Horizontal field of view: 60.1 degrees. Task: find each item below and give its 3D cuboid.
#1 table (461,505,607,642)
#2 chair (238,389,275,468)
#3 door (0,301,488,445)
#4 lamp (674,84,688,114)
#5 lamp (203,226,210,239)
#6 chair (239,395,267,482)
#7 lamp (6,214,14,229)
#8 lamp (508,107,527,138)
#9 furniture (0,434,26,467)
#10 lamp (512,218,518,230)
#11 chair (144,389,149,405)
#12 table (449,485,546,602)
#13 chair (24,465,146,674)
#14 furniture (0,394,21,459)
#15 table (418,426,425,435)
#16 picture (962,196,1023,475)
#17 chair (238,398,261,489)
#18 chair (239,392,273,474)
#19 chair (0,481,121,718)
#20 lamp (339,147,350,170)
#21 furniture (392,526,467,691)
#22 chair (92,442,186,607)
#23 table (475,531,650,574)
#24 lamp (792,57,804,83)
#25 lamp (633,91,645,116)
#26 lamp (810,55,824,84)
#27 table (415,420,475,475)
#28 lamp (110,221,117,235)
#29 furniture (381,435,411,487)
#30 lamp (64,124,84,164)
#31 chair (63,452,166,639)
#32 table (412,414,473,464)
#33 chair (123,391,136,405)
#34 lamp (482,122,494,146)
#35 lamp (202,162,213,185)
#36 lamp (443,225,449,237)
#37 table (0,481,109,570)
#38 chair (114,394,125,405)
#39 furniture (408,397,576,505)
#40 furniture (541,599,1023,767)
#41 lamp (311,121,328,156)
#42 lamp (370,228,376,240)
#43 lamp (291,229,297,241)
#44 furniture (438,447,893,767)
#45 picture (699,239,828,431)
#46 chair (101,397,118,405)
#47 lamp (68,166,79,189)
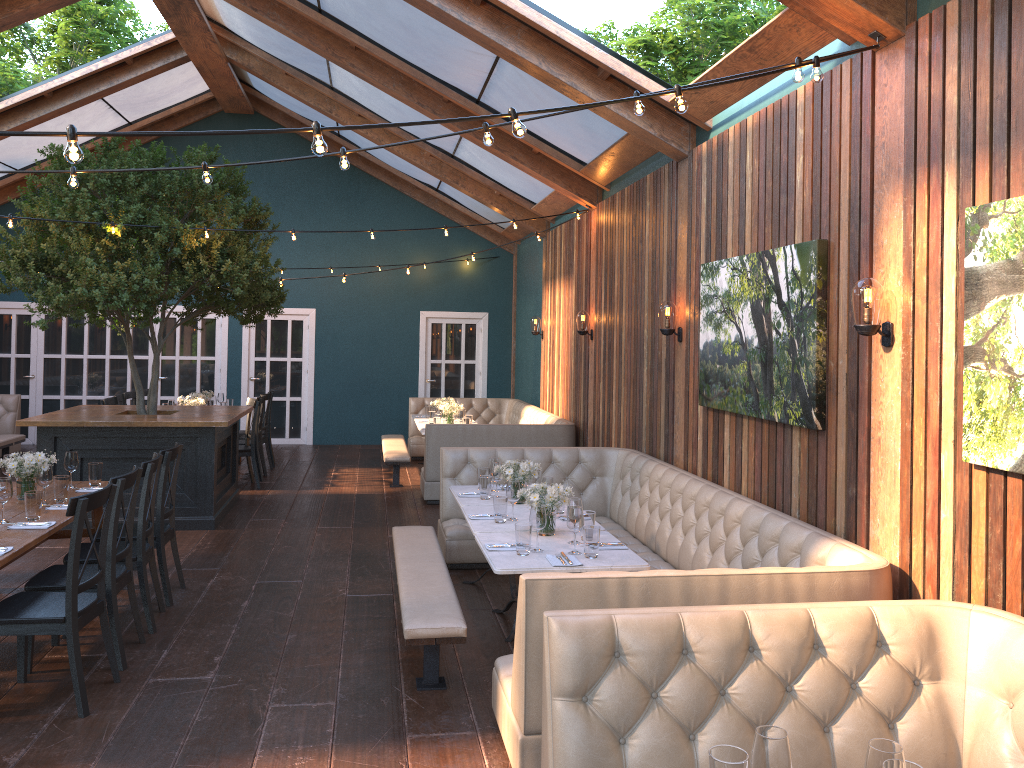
[{"bbox_3d":[0.107,1.175,5.564,0.798,0.672,0.799,1,1,-9],"label":"table"},{"bbox_3d":[-3.482,0.595,12.013,0.539,1.021,0.477,1,0,-14],"label":"chair"},{"bbox_3d":[-4.459,-0.135,14.250,8.170,2.212,0.174,1,-1,-9],"label":"door"},{"bbox_3d":[0.700,-1.179,3.665,0.060,0.119,0.056,1,0,13],"label":"lamp"},{"bbox_3d":[-2.713,-1.347,7.870,0.060,0.119,0.056,1,0,-24],"label":"lamp"},{"bbox_3d":[-3.304,0.657,10.907,0.539,1.021,0.477,1,0,-9],"label":"chair"},{"bbox_3d":[-4.085,-1.326,7.208,0.056,0.121,0.056,1,0,-29],"label":"lamp"},{"bbox_3d":[0.021,-0.992,3.361,0.071,0.116,0.056,1,0,13],"label":"lamp"},{"bbox_3d":[-6.468,0.922,10.659,0.313,0.399,2.331,1,3,-9],"label":"furniture"},{"bbox_3d":[0.032,-1.655,9.156,0.064,0.118,0.056,1,0,0],"label":"lamp"},{"bbox_3d":[-4.686,0.583,11.820,0.539,1.021,0.477,1,0,-4],"label":"chair"},{"bbox_3d":[-0.022,1.130,6.369,0.798,0.672,0.799,1,1,-10],"label":"table"},{"bbox_3d":[-2.335,0.992,4.872,0.539,1.021,0.477,1,0,-9],"label":"chair"},{"bbox_3d":[-7.525,0.681,10.471,1.709,0.859,4.162,1,3,-9],"label":"furniture"},{"bbox_3d":[-0.725,0.887,10.744,0.798,0.672,0.799,1,1,-10],"label":"table"},{"bbox_3d":[1.925,-0.149,2.660,0.065,0.998,1.652,1,2,-9],"label":"picture"},{"bbox_3d":[-3.233,0.688,10.334,0.539,1.021,0.477,1,0,-26],"label":"chair"},{"bbox_3d":[-3.393,0.626,11.461,0.539,1.021,0.477,1,0,-4],"label":"chair"},{"bbox_3d":[-2.247,1.022,4.319,0.539,1.021,0.477,1,0,-4],"label":"chair"},{"bbox_3d":[-0.864,-1.163,4.567,0.056,0.121,0.056,1,0,12],"label":"lamp"},{"bbox_3d":[-0.558,1.304,5.455,0.313,0.399,2.331,1,3,-9],"label":"furniture"},{"bbox_3d":[-2.513,0.930,5.978,0.539,1.021,0.477,1,0,-9],"label":"chair"},{"bbox_3d":[0.236,1.219,4.758,0.798,0.672,0.799,1,1,-10],"label":"table"},{"bbox_3d":[1.354,-1.485,4.185,0.056,0.121,0.056,1,0,12],"label":"lamp"},{"bbox_3d":[0.622,-1.369,4.317,0.056,0.120,0.056,1,0,33],"label":"lamp"},{"bbox_3d":[1.366,-1.408,3.967,0.062,0.119,0.056,1,0,-26],"label":"lamp"},{"bbox_3d":[-0.854,0.843,11.549,0.798,0.672,0.799,1,1,-9],"label":"table"},{"bbox_3d":[-3.403,-1.331,7.552,0.056,0.121,0.056,1,0,16],"label":"lamp"},{"bbox_3d":[-1.521,0.972,11.452,0.313,0.399,2.331,1,3,-9],"label":"furniture"},{"bbox_3d":[-1.350,-0.738,2.728,0.056,0.121,0.056,1,0,-22],"label":"lamp"},{"bbox_3d":[-2.424,0.961,5.425,0.539,1.021,0.477,1,0,-14],"label":"chair"},{"bbox_3d":[-0.983,0.798,12.355,0.798,0.672,0.799,1,1,-10],"label":"table"},{"bbox_3d":[-4.675,0.613,11.254,0.539,1.021,0.477,1,0,-4],"label":"chair"},{"bbox_3d":[-0.122,-1.257,4.459,0.063,0.119,0.056,1,0,-16],"label":"lamp"},{"bbox_3d":[-1.622,-1.119,4.699,0.056,0.117,0.067,1,0,44],"label":"lamp"},{"bbox_3d":[-0.657,-1.533,8.855,0.056,0.121,0.056,1,0,-27],"label":"lamp"},{"bbox_3d":[-2.999,1.117,5.024,0.950,0.730,2.433,1,3,-9],"label":"table"},{"bbox_3d":[-4.572,0.644,10.704,0.539,1.021,0.477,1,0,-14],"label":"chair"},{"bbox_3d":[-0.415,0.754,11.597,1.709,0.859,4.162,1,3,-9],"label":"furniture"},{"bbox_3d":[1.260,1.333,1.168,1.709,0.859,4.162,1,3,-9],"label":"furniture"},{"bbox_3d":[-0.662,-0.845,3.047,0.056,0.121,0.056,1,0,19],"label":"lamp"},{"bbox_3d":[-1.340,-1.443,8.517,0.056,0.117,0.068,1,0,-12],"label":"lamp"},{"bbox_3d":[-2.022,-1.383,8.195,0.060,0.119,0.056,1,0,15],"label":"lamp"},{"bbox_3d":[0.543,1.085,5.633,1.709,0.859,4.162,1,3,-9],"label":"furniture"},{"bbox_3d":[1.476,-0.302,5.415,0.065,0.998,1.652,1,2,-9],"label":"picture"},{"bbox_3d":[-4.436,0.675,10.158,0.539,1.021,0.477,1,0,-9],"label":"chair"},{"bbox_3d":[-2.373,-1.119,4.788,0.056,0.121,0.056,1,0,6],"label":"lamp"}]
